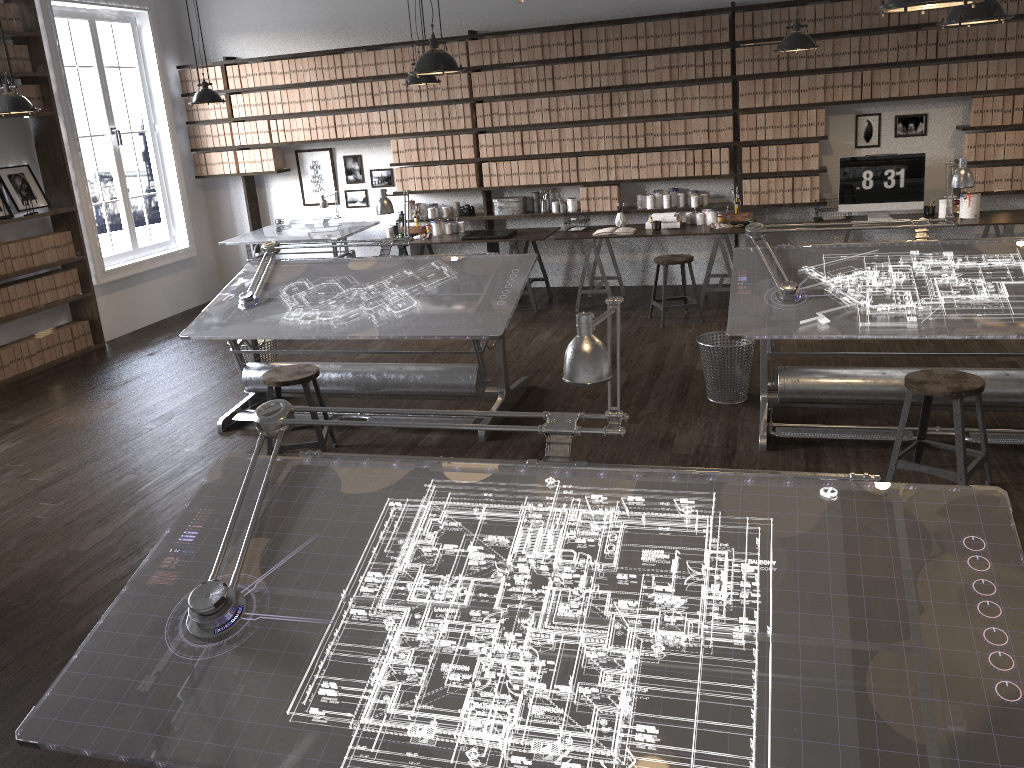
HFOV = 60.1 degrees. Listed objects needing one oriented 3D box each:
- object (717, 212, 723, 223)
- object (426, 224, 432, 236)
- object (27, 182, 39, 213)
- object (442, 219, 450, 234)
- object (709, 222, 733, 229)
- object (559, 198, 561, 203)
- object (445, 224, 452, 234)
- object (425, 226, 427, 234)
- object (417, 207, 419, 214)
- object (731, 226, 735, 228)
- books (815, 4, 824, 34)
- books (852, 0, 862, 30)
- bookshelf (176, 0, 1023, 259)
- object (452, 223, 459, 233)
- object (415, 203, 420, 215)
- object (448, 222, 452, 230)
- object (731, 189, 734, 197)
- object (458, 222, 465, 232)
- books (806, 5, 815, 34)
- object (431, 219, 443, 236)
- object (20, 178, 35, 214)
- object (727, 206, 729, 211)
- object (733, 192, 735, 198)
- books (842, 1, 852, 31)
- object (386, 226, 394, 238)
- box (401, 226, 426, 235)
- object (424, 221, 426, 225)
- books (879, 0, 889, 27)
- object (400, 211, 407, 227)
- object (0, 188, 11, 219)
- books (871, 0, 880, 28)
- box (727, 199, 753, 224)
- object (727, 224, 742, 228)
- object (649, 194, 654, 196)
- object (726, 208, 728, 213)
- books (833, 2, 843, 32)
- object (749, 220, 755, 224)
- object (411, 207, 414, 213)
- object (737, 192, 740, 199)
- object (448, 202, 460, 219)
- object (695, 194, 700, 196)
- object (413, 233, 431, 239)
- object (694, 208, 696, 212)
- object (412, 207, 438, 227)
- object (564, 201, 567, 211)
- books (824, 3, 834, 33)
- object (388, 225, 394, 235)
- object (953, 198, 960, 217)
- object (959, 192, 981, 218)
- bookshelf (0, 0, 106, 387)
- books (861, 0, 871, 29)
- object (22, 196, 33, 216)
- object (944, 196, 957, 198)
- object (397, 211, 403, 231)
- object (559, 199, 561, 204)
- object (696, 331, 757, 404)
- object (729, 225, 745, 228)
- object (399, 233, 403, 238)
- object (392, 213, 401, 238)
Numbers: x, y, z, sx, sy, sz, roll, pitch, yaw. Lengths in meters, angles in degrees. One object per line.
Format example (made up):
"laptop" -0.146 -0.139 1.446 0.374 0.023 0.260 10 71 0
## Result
"object" 1.792 -1.422 7.615 0.049 0.110 0.049 1 17 20
"object" -0.788 -1.461 8.399 0.049 0.110 0.050 -1 16 14
"object" -3.980 -1.538 7.327 0.040 0.258 0.112 0 16 17
"object" -0.638 -1.513 8.498 0.095 0.126 0.095 1 17 21
"object" 1.770 -1.344 7.480 0.197 0.050 0.134 -8 18 -11
"object" 0.458 -1.672 8.254 0.041 0.123 0.008 -3 15 6
"object" -0.604 -1.470 8.397 0.062 0.093 0.062 -15 19 -31
"object" -0.794 -1.470 8.468 0.060 0.087 0.060 -1 16 13
"object" -0.902 -1.603 8.442 0.055 0.190 0.006 0 16 16
"object" 1.866 -1.324 7.440 0.006 0.006 0.158 8 22 36
"books" 2.516 -2.984 7.249 0.067 0.223 0.177 0 17 17
"books" 2.786 -2.979 7.165 0.067 0.222 0.177 0 17 17
"bookshelf" 1.193 -1.709 8.135 9.176 3.166 0.378 1 16 17
"object" -0.539 -1.483 8.422 0.063 0.092 0.064 -12 17 -22
"object" -0.941 -1.709 8.732 0.050 0.138 0.051 -1 16 15
"object" -0.587 -1.490 8.454 0.045 0.100 0.045 0 16 17
"object" 1.905 -1.564 7.581 0.055 0.211 0.007 2 17 24
"object" -0.481 -1.498 8.452 0.062 0.093 0.062 -12 17 -22
"books" 2.447 -2.985 7.272 0.067 0.222 0.177 0 17 17
"object" -0.715 -1.485 8.412 0.105 0.140 0.105 -2 16 10
"object" -3.975 -1.535 7.250 0.040 0.300 0.120 0 16 17
"object" 1.856 -1.461 7.650 0.033 0.146 0.005 0 16 16
"object" 1.917 -1.558 7.593 0.006 0.180 0.053 -13 18 -28
"books" 2.717 -2.981 7.190 0.067 0.223 0.177 0 17 17
"object" -1.167 -1.449 8.462 0.068 0.103 0.069 2 17 21
"box" -0.938 -1.462 8.473 0.212 0.082 0.139 1 18 17
"object" -0.815 -1.500 8.456 0.040 0.128 0.005 1 16 19
"books" 2.980 -2.978 7.113 0.067 0.222 0.177 0 17 17
"object" -1.058 -1.561 8.582 0.069 0.226 0.069 -1 16 14
"object" -4.035 -1.433 7.021 0.040 0.257 0.125 0 16 17
"books" 2.917 -2.978 7.130 0.067 0.222 0.177 0 17 17
"box" 1.953 -1.478 7.577 0.212 0.204 0.139 1 17 17
"object" 1.873 -1.329 7.443 0.172 0.017 0.011 -9 17 -14
"object" 1.264 -1.655 8.034 0.045 0.126 0.045 0 16 17
"object" 1.846 -1.460 7.648 0.040 0.128 0.005 0 16 15
"books" 2.652 -2.983 7.213 0.067 0.223 0.177 0 17 17
"object" 2.026 -1.365 7.488 0.049 0.037 0.050 2 18 20
"object" -0.921 -1.596 8.445 0.071 0.184 0.008 0 16 18
"object" 1.923 -1.552 7.576 0.008 0.184 0.072 -13 18 -28
"object" -0.540 -1.678 8.601 0.107 0.159 0.238 -10 18 -16
"object" 1.664 -1.651 7.953 0.044 0.101 0.045 -2 16 9
"object" -0.845 -1.383 8.274 0.133 0.050 0.198 -20 23 -41
"object" 1.629 -1.494 7.833 0.029 0.132 0.004 1 16 22
"object" -0.826 -1.613 8.551 0.077 0.144 0.348 8 21 38
"object" 0.513 -1.665 8.295 0.045 0.100 0.045 1 17 20
"books" 2.584 -2.984 7.232 0.067 0.222 0.177 0 17 17
"object" -1.155 -1.474 8.536 0.070 0.102 0.070 -1 16 13
"object" 3.551 -1.408 7.076 0.068 0.153 0.069 -6 16 -6
"object" 3.610 -1.403 6.985 0.144 0.193 0.147 -8 16 -10
"bookshelf" -4.302 -1.035 6.627 0.412 3.674 2.507 0 17 17
"books" 2.855 -2.978 7.144 0.067 0.223 0.177 0 17 17
"object" -3.952 -1.450 7.202 0.040 0.163 0.067 0 16 17
"object" 3.576 -1.460 7.230 0.095 0.142 0.095 6 19 33
"object" -1.082 -1.538 8.503 0.069 0.234 0.069 -1 16 14
"object" 0.453 -1.663 8.253 0.028 0.125 0.004 0 16 16
"object" 1.292 -0.094 5.331 0.354 0.373 0.356 8 21 37
"object" 1.886 -1.323 7.446 0.158 0.005 0.005 -10 17 -16
"object" -1.053 -1.411 8.423 0.049 0.037 0.050 -1 17 14
"object" -1.102 -1.511 8.438 0.069 0.226 0.069 -1 16 14
